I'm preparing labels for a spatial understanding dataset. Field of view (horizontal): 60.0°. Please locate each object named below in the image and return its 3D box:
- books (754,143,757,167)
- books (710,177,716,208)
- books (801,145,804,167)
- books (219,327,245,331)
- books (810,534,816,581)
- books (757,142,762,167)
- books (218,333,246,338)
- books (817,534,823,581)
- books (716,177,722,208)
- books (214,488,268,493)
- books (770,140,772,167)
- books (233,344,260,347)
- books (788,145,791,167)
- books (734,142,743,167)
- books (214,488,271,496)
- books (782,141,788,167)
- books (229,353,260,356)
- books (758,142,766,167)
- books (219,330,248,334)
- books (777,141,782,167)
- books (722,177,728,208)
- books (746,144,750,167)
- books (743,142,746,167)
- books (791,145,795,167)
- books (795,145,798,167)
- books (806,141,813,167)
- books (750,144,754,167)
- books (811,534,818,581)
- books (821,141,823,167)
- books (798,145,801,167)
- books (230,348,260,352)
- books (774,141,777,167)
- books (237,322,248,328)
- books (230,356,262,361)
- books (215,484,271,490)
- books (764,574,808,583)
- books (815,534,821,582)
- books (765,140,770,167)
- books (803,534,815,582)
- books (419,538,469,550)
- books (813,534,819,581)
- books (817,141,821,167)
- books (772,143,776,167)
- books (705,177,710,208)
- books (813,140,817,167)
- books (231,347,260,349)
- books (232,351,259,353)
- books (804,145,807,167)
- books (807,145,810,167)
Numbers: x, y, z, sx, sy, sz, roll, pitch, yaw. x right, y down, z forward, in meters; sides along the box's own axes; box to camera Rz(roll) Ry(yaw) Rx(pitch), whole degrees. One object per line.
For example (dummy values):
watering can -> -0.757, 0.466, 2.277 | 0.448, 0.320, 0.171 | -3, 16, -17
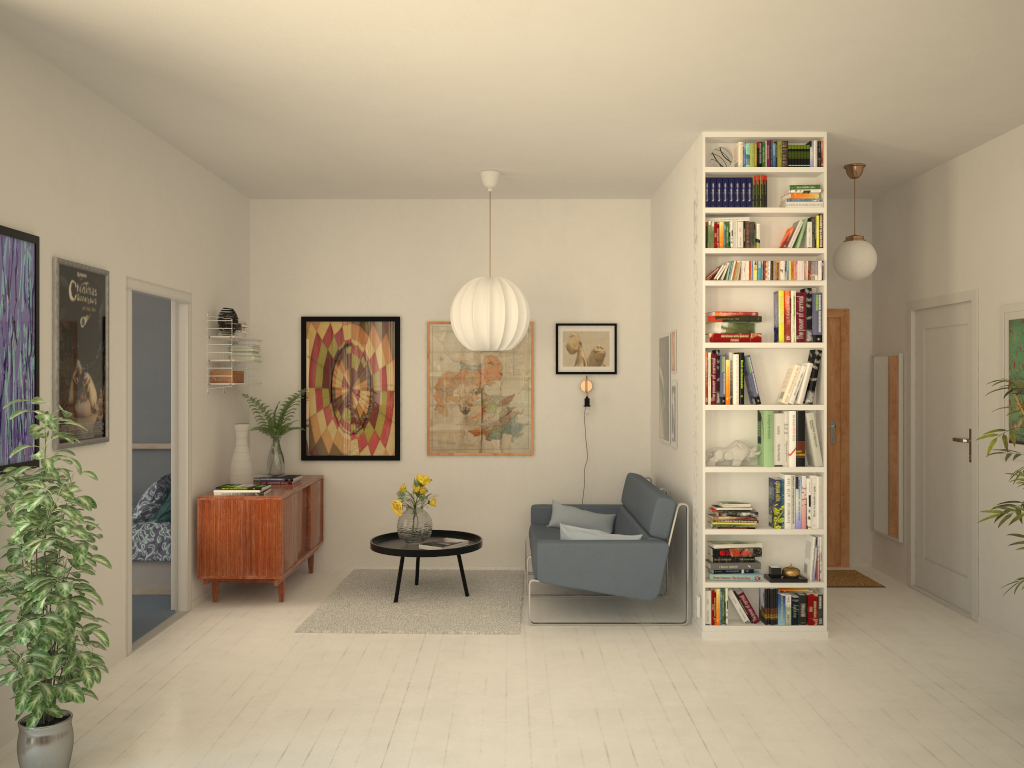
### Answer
books -> 1.399, -1.314, 5.197 | 0.018, 0.141, 0.206 | 0, 0, 0
books -> 1.157, -1.100, 5.194 | 0.034, 0.179, 0.188 | 0, 0, 0
books -> 1.666, -1.308, 5.161 | 0.017, 0.130, 0.150 | 0, 0, 0
books -> -1.973, -0.387, 6.252 | 0.155, 0.024, 0.136 | 0, 0, -7
books -> 1.737, 1.007, 5.199 | 0.030, 0.256, 0.198 | 0, 0, 0
books -> 1.422, -1.316, 5.178 | 0.028, 0.147, 0.192 | 0, 0, 0
books -> -1.971, -0.342, 6.257 | 0.159, 0.028, 0.147 | 0, 0, -3
books -> 1.781, 1.006, 5.170 | 0.011, 0.256, 0.139 | 0, 0, 0
books -> 1.192, -1.100, 5.194 | 0.034, 0.179, 0.188 | 0, 0, 0
books -> -1.784, 0.696, 5.858 | 0.296, 0.015, 0.240 | 0, 0, -1
books -> 1.489, -1.322, 5.197 | 0.012, 0.158, 0.220 | 0, 0, 0
books -> -1.964, -0.281, 6.562 | 0.147, 0.016, 0.195 | 0, 0, -2
books -> 1.595, -1.308, 5.161 | 0.017, 0.130, 0.150 | 0, 0, 0
books -> 1.316, -1.318, 5.176 | 0.026, 0.149, 0.155 | 0, 0, 0
books -> -1.775, 0.712, 5.859 | 0.320, 0.020, 0.237 | 0, 0, -4
books -> 1.570, -1.320, 5.189 | 0.032, 0.152, 0.200 | 0, 0, 0
books -> -1.975, -0.217, 6.555 | 0.168, 0.021, 0.197 | 0, 0, 2
books -> 1.448, -1.317, 5.194 | 0.024, 0.148, 0.188 | 0, 0, 0
books -> -1.963, -0.366, 6.259 | 0.158, 0.019, 0.131 | 0, 0, 2
books -> 1.538, -1.320, 5.205 | 0.032, 0.154, 0.212 | 0, 0, 0
books -> 1.228, -1.100, 5.194 | 0.034, 0.179, 0.188 | 0, 0, 0
books -> 1.354, -1.312, 5.168 | 0.023, 0.137, 0.161 | 0, 0, 0
books -> 1.336, -1.317, 5.193 | 0.013, 0.146, 0.208 | 0, 0, 0
books -> 1.613, -1.308, 5.161 | 0.017, 0.130, 0.150 | 0, 0, 0
books -> 1.631, -1.308, 5.161 | 0.017, 0.130, 0.150 | 0, 0, 0
books -> 1.721, -1.318, 5.161 | 0.019, 0.157, 0.150 | 0, 0, 0
books -> 1.378, -1.309, 5.211 | 0.025, 0.131, 0.253 | 0, 0, 0
books -> 1.746, 1.008, 5.164 | 0.033, 0.258, 0.130 | 0, 0, 0
books -> 1.780, -1.320, 5.217 | 0.014, 0.154, 0.260 | 0, 0, 0
books -> 1.648, -1.308, 5.161 | 0.017, 0.130, 0.150 | 0, 0, 0
books -> -1.972, -0.250, 6.556 | 0.173, 0.023, 0.190 | 0, 0, 0
books -> 1.518, -1.319, 5.193 | 0.009, 0.151, 0.208 | 0, 0, 0
books -> -1.961, -0.417, 6.247 | 0.178, 0.036, 0.145 | 0, 0, -7
books -> -1.969, -0.188, 6.563 | 0.179, 0.037, 0.190 | 0, 0, 0
books -> -1.773, 0.681, 5.858 | 0.311, 0.015, 0.192 | 0, 0, 3
books -> 1.583, 1.124, 5.132 | 0.214, 0.023, 0.130 | 0, 0, 0
books -> 1.772, 1.006, 5.179 | 0.007, 0.257, 0.181 | 0, 0, 0
books -> 1.471, -1.321, 5.202 | 0.024, 0.156, 0.228 | 0, 0, 0
books -> 1.727, 1.007, 5.197 | 0.034, 0.257, 0.209 | 0, 0, 0
books -> -0.457, 1.079, 5.958 | 0.200, 0.031, 0.289 | 0, 1, 34
books -> 1.765, 1.006, 5.191 | 0.008, 0.256, 0.184 | 0, 0, 0
books -> 1.763, -1.318, 5.195 | 0.021, 0.151, 0.228 | 0, 0, 0
books -> 1.504, -1.312, 5.187 | 0.019, 0.137, 0.201 | 0, 0, 0
books -> 1.122, -1.100, 5.194 | 0.034, 0.179, 0.188 | 0, 0, 0
books -> 1.742, -1.320, 5.198 | 0.020, 0.156, 0.229 | 0, 0, 0
books -> -1.970, -0.267, 6.563 | 0.153, 0.013, 0.197 | 0, 0, 2
books -> -1.975, -0.233, 6.571 | 0.147, 0.012, 0.195 | 0, 0, -2
books -> 1.683, -1.308, 5.161 | 0.017, 0.130, 0.150 | 0, 0, 0
books -> 1.701, -1.308, 5.161 | 0.017, 0.130, 0.150 | 0, 0, 0
